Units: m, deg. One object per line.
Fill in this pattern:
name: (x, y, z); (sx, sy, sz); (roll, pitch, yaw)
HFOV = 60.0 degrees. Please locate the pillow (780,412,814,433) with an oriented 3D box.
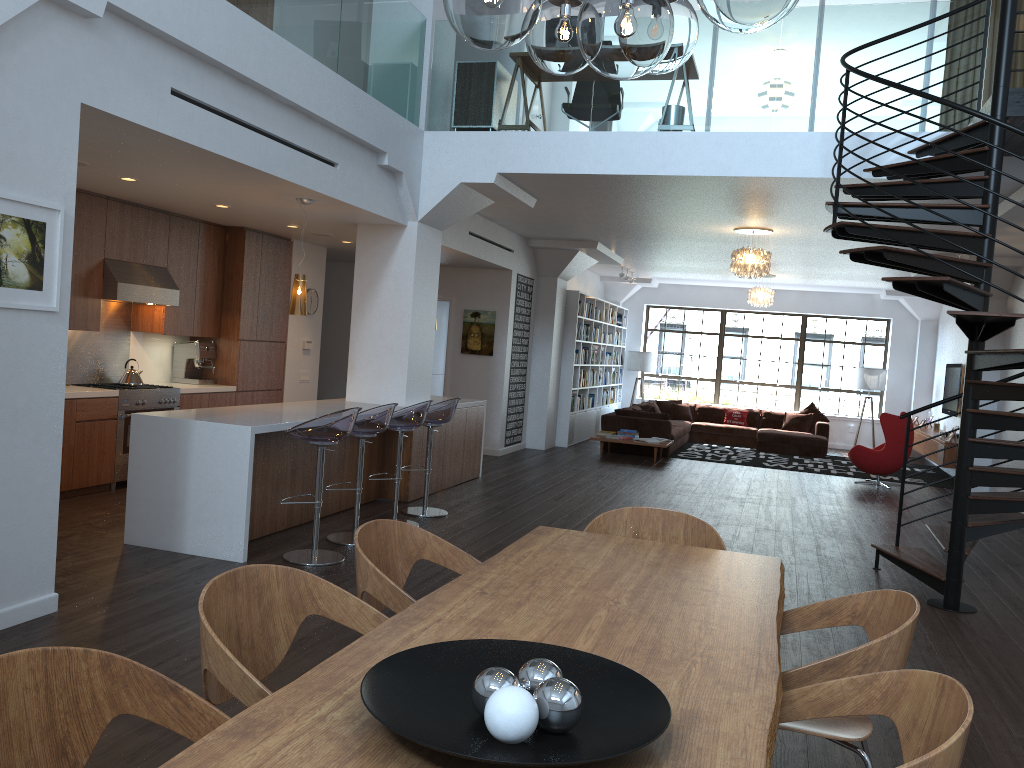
pillow: (5.178, 0.686, 16.114); (0.542, 0.362, 0.248); (6, 3, 38)

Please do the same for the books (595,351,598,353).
books: (1.387, -0.567, 15.433); (0.161, 0.033, 0.223); (5, 2, 17)

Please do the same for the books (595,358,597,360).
books: (1.358, -0.446, 15.427); (0.180, 0.042, 0.259); (5, 2, 17)

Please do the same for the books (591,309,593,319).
books: (1.247, -1.195, 14.728); (0.167, 0.233, 0.077); (5, 2, 17)

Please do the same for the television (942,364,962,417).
television: (6.963, 0.086, 14.047); (0.013, 0.816, 1.324); (5, 2, 17)

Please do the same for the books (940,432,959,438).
books: (6.617, 0.772, 13.356); (0.250, 0.053, 0.400); (5, 2, 17)

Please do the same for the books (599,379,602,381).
books: (1.472, -0.078, 15.904); (0.259, 0.040, 0.180); (5, 2, 17)

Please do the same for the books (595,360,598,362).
books: (1.380, -0.404, 15.426); (0.160, 0.039, 0.251); (5, 3, 22)

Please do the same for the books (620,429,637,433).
books: (1.743, 0.704, 13.249); (0.224, 0.027, 0.157); (5, 3, 22)

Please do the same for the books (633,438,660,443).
books: (1.934, 0.805, 12.761); (0.231, 0.040, 0.342); (3, 3, -33)

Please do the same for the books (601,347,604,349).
books: (1.506, -0.645, 15.760); (0.224, 0.030, 0.161); (5, 3, 27)

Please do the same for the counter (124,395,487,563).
counter: (-1.016, 0.721, 6.046); (3.039, 0.860, 8.182); (4, 2, -13)

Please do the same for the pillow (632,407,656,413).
pillow: (2.119, 0.541, 13.937); (0.269, 0.411, 0.559); (3, 3, -27)

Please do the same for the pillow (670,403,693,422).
pillow: (3.175, 0.531, 16.700); (0.489, 0.337, 0.238); (4, 2, -14)

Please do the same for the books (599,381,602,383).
books: (1.466, -0.039, 15.881); (0.251, 0.037, 0.160); (5, 3, 22)

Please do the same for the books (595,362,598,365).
books: (1.380, -0.365, 15.428); (0.171, 0.039, 0.246); (5, 2, 17)

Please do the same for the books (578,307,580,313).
books: (0.960, -1.166, 13.789); (0.167, 0.210, 0.162); (5, 2, 17)

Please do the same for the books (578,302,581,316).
books: (0.987, -1.171, 13.848); (0.161, 0.218, 0.101); (5, 2, 17)

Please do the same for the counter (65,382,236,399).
counter: (-3.769, 0.063, 7.130); (0.600, 0.050, 4.387); (5, 2, 17)

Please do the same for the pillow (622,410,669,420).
pillow: (2.074, 0.591, 13.673); (0.750, 0.364, 0.289); (5, 2, 16)

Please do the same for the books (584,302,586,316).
books: (1.086, -1.192, 14.185); (0.170, 0.251, 0.118); (5, 2, 17)

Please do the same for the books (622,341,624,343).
books: (2.092, -0.851, 17.690); (0.174, 0.032, 0.254); (2, 3, -38)

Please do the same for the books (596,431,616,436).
books: (1.418, 0.741, 13.285); (0.241, 0.045, 0.334); (5, 2, 18)

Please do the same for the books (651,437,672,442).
books: (2.182, 0.813, 13.045); (0.256, 0.035, 0.350); (6, 3, 42)

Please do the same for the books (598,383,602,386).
books: (1.464, -0.001, 15.879); (0.246, 0.038, 0.171); (5, 2, 17)

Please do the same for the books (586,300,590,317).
books: (1.141, -1.215, 14.381); (0.197, 0.290, 0.136); (5, 2, 17)

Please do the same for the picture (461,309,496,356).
picture: (-0.455, -0.694, 11.978); (0.450, 0.600, 0.030); (5, 2, 17)

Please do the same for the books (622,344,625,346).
books: (2.086, -0.784, 17.698); (0.197, 0.035, 0.284); (2, 3, -43)

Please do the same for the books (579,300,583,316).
books: (1.016, -1.191, 13.953); (0.170, 0.251, 0.118); (5, 2, 17)

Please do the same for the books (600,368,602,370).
books: (1.505, -0.278, 15.860); (0.185, 0.041, 0.129); (6, 3, 31)

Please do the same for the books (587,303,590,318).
books: (1.174, -1.195, 14.445); (0.159, 0.248, 0.089); (5, 2, 17)

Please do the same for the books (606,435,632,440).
books: (1.553, 0.773, 12.886); (0.236, 0.035, 0.340); (6, 3, 42)

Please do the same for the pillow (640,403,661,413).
pillow: (2.432, 0.529, 15.335); (0.325, 0.391, 0.625); (6, 3, 33)

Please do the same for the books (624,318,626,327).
books: (2.203, -1.230, 17.805); (0.139, 0.191, 0.036); (5, 2, 17)

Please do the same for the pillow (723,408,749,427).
pillow: (4.178, 0.628, 16.543); (0.465, 0.308, 0.220); (5, 2, 13)

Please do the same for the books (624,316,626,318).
books: (2.212, -1.251, 17.844); (0.140, 0.231, 0.042); (5, 2, 17)

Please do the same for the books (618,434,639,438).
books: (1.738, 0.771, 13.250); (0.312, 0.037, 0.216); (5, 2, 7)

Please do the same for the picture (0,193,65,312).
picture: (-2.234, -0.592, 4.004); (0.018, 0.500, 0.500); (5, 2, 17)

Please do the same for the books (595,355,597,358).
books: (1.379, -0.489, 15.435); (0.168, 0.045, 0.231); (5, 2, 12)

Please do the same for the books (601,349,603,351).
books: (1.501, -0.615, 15.754); (0.223, 0.031, 0.161); (5, 2, 17)

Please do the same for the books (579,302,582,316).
books: (0.999, -1.174, 13.880); (0.161, 0.222, 0.084); (5, 2, 17)

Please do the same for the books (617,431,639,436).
books: (1.737, 0.734, 13.254); (0.279, 0.035, 0.191); (5, 3, 27)

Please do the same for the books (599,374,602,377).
books: (1.481, -0.160, 15.876); (0.253, 0.040, 0.183); (5, 2, 17)

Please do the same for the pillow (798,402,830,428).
pillow: (5.429, 0.618, 16.209); (0.651, 0.587, 0.335); (4, 2, -4)

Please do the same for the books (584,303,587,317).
books: (1.105, -1.189, 14.235); (0.174, 0.242, 0.105); (5, 2, 17)

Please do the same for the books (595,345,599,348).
books: (1.410, -0.654, 15.436); (0.129, 0.043, 0.185); (6, 3, 31)

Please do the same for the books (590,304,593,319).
books: (1.236, -1.203, 14.658); (0.182, 0.255, 0.077); (5, 2, 17)

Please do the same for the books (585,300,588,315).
books: (1.127, -1.215, 14.320); (0.176, 0.293, 0.125); (5, 2, 17)

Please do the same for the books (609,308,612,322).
books: (1.732, -1.253, 16.317); (0.176, 0.290, 0.053); (5, 2, 17)

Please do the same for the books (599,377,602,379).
books: (1.484, -0.119, 15.884); (0.231, 0.044, 0.168); (5, 2, 12)

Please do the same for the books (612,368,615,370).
books: (1.834, -0.296, 16.942); (0.224, 0.030, 0.161); (5, 3, 27)

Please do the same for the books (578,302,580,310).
books: (0.942, -1.166, 13.700); (0.182, 0.215, 0.188); (5, 2, 17)

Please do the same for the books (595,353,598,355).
books: (1.389, -0.530, 15.426); (0.183, 0.042, 0.253); (5, 2, 17)

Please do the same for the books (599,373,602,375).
books: (1.492, -0.194, 15.879); (0.223, 0.032, 0.161); (5, 2, 17)

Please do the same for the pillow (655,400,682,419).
pillow: (3.022, 0.495, 16.847); (0.580, 0.418, 0.334); (4, 2, -10)

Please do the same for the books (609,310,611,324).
books: (1.708, -1.229, 16.238); (0.171, 0.246, 0.057); (5, 2, 17)

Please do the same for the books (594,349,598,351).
books: (1.382, -0.597, 15.459); (0.223, 0.027, 0.161); (5, 2, 6)

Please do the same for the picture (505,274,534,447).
picture: (0.111, -0.326, 12.492); (0.021, 2.380, 0.800); (5, 2, 17)

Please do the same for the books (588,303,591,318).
books: (1.186, -1.197, 14.476); (0.182, 0.253, 0.098); (5, 2, 17)

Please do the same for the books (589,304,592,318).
books: (1.207, -1.195, 14.560); (0.174, 0.243, 0.085); (5, 2, 17)
